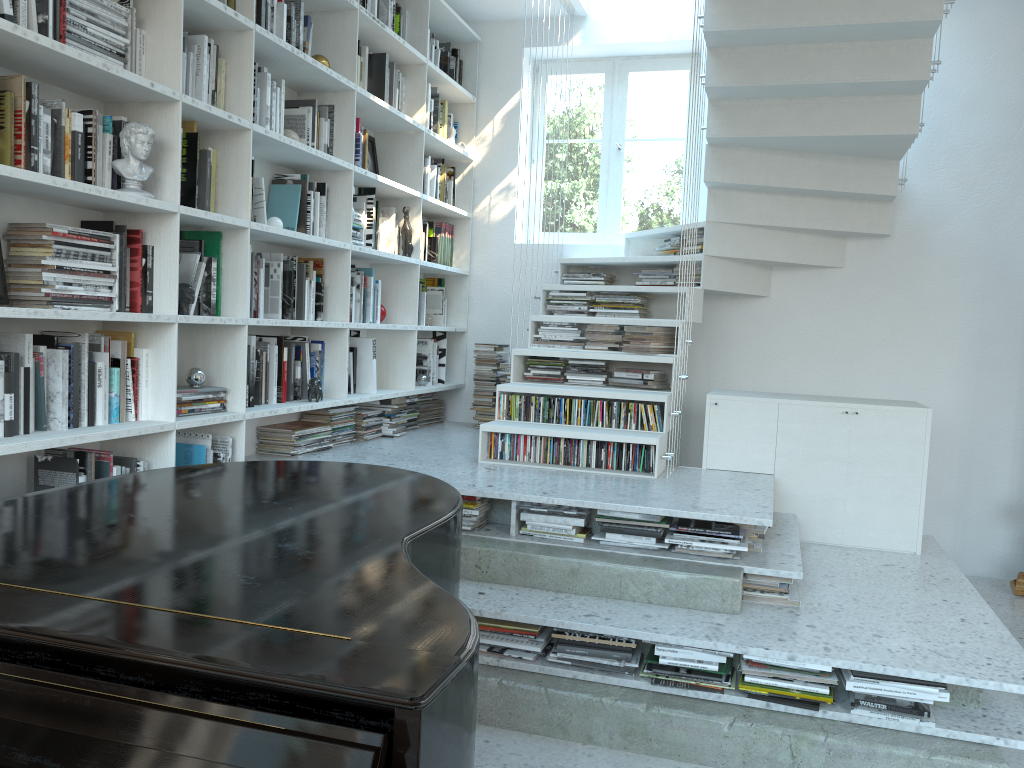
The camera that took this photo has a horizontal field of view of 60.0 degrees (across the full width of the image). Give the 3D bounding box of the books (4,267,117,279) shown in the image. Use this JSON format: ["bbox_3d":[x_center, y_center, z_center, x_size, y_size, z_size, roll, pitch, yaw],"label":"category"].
[{"bbox_3d":[-1.410,-0.348,2.780,0.159,0.012,0.285,4,4,21],"label":"books"}]

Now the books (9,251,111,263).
[{"bbox_3d":[-1.413,-0.396,2.778,0.161,0.012,0.254,3,4,13],"label":"books"}]

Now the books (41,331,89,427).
[{"bbox_3d":[-1.420,-0.017,2.814,0.177,0.297,0.012,4,4,16],"label":"books"}]

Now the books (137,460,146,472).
[{"bbox_3d":[-1.329,0.377,3.039,0.167,0.239,0.010,4,4,16],"label":"books"}]

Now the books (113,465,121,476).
[{"bbox_3d":[-1.359,0.382,2.890,0.180,0.244,0.021,4,4,16],"label":"books"}]

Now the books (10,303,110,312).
[{"bbox_3d":[-1.418,-0.240,2.789,0.161,0.012,0.254,3,4,12],"label":"books"}]

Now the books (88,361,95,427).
[{"bbox_3d":[-1.415,0.027,2.834,0.183,0.207,0.024,4,4,16],"label":"books"}]

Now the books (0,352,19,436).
[{"bbox_3d":[-1.495,0.025,2.554,0.165,0.238,0.029,4,4,16],"label":"books"}]

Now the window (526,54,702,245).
[{"bbox_3d":[0.652,-1.494,5.749,1.117,1.227,0.042,4,4,16],"label":"window"}]

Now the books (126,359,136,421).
[{"bbox_3d":[-1.358,0.016,3.006,0.169,0.212,0.042,4,4,16],"label":"books"}]

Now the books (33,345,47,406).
[{"bbox_3d":[-1.480,0.008,2.699,0.136,0.255,0.025,4,4,16],"label":"books"}]

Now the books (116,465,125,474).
[{"bbox_3d":[-1.356,0.384,2.950,0.146,0.233,0.024,4,4,16],"label":"books"}]

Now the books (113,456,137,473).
[{"bbox_3d":[-1.340,0.372,3.025,0.130,0.249,0.022,4,4,16],"label":"books"}]

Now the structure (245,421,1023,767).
[{"bbox_3d":[0.414,0.721,4.188,3.112,0.660,2.897,4,4,16],"label":"structure"}]

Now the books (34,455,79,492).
[{"bbox_3d":[-1.413,0.367,2.750,0.159,0.285,0.012,4,4,16],"label":"books"}]

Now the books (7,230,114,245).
[{"bbox_3d":[-1.405,-0.457,2.772,0.159,0.012,0.285,3,4,11],"label":"books"}]

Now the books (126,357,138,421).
[{"bbox_3d":[-1.351,0.013,3.032,0.166,0.216,0.011,4,4,16],"label":"books"}]

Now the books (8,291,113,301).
[{"bbox_3d":[-1.423,-0.277,2.788,0.159,0.012,0.285,4,4,15],"label":"books"}]

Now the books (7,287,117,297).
[{"bbox_3d":[-1.413,-0.288,2.785,0.159,0.012,0.285,4,4,21],"label":"books"}]

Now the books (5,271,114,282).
[{"bbox_3d":[-1.418,-0.336,2.783,0.159,0.012,0.285,4,4,18],"label":"books"}]

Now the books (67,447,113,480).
[{"bbox_3d":[-1.367,0.358,2.872,0.169,0.294,0.015,4,4,16],"label":"books"}]

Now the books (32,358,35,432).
[{"bbox_3d":[-1.489,0.028,2.646,0.140,0.221,0.025,4,4,16],"label":"books"}]

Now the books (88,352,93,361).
[{"bbox_3d":[-1.419,0.011,2.855,0.154,0.235,0.014,4,4,16],"label":"books"}]

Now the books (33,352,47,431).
[{"bbox_3d":[-1.474,0.019,2.669,0.159,0.237,0.031,4,4,16],"label":"books"}]

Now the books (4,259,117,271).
[{"bbox_3d":[-1.409,-0.372,2.779,0.159,0.012,0.285,4,4,21],"label":"books"}]

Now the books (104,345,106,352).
[{"bbox_3d":[-1.404,-0.003,2.927,0.145,0.256,0.014,4,4,16],"label":"books"}]

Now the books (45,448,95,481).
[{"bbox_3d":[-1.389,0.358,2.781,0.181,0.303,0.013,4,4,16],"label":"books"}]

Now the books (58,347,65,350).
[{"bbox_3d":[-1.454,0.008,2.752,0.158,0.252,0.011,4,4,16],"label":"books"}]

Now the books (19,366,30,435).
[{"bbox_3d":[-1.483,0.044,2.593,0.165,0.196,0.023,4,4,16],"label":"books"}]

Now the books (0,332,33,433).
[{"bbox_3d":[-1.486,-0.006,2.616,0.152,0.292,0.026,4,4,16],"label":"books"}]

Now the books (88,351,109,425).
[{"bbox_3d":[-1.396,0.010,2.891,0.174,0.235,0.023,4,4,16],"label":"books"}]

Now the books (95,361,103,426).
[{"bbox_3d":[-1.403,0.026,2.870,0.167,0.204,0.023,4,4,16],"label":"books"}]

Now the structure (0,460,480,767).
[{"bbox_3d":[-0.577,0.722,1.918,1.334,0.833,1.917,4,4,16],"label":"structure"}]

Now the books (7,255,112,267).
[{"bbox_3d":[-1.413,-0.384,2.779,0.161,0.012,0.254,4,4,19],"label":"books"}]

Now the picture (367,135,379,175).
[{"bbox_3d":[-0.804,-1.222,4.831,0.077,0.300,0.300,4,4,16],"label":"picture"}]

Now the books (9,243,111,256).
[{"bbox_3d":[-1.412,-0.421,2.776,0.161,0.012,0.254,3,4,13],"label":"books"}]

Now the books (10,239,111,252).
[{"bbox_3d":[-1.409,-0.433,2.775,0.161,0.012,0.254,3,4,12],"label":"books"}]

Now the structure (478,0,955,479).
[{"bbox_3d":[0.896,-0.951,4.085,1.954,3.385,2.612,4,4,16],"label":"structure"}]

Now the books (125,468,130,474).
[{"bbox_3d":[-1.362,0.387,2.993,0.132,0.220,0.053,4,4,16],"label":"books"}]

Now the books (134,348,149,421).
[{"bbox_3d":[-1.336,-0.003,3.061,0.176,0.246,0.033,4,4,16],"label":"books"}]

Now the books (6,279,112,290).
[{"bbox_3d":[-1.424,-0.313,2.786,0.159,0.012,0.285,4,4,16],"label":"books"}]

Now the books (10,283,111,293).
[{"bbox_3d":[-1.413,-0.301,2.784,0.161,0.012,0.254,3,4,11],"label":"books"}]

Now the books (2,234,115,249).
[{"bbox_3d":[-1.413,-0.445,2.775,0.159,0.012,0.285,4,4,18],"label":"books"}]

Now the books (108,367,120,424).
[{"bbox_3d":[-1.377,0.034,2.941,0.169,0.183,0.023,4,4,16],"label":"books"}]

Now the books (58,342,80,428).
[{"bbox_3d":[-1.429,0.001,2.775,0.161,0.265,0.028,4,4,16],"label":"books"}]

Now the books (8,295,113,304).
[{"bbox_3d":[-1.414,-0.265,2.786,0.159,0.012,0.285,3,4,11],"label":"books"}]

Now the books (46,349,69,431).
[{"bbox_3d":[-1.447,0.013,2.716,0.191,0.245,0.026,4,4,16],"label":"books"}]

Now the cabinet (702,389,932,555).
[{"bbox_3d":[1.463,0.402,4.370,0.992,0.668,0.551,4,4,16],"label":"cabinet"}]

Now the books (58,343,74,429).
[{"bbox_3d":[-1.441,0.003,2.759,0.181,0.261,0.010,4,4,16],"label":"books"}]

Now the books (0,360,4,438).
[{"bbox_3d":[-1.509,0.038,2.502,0.174,0.217,0.023,4,4,16],"label":"books"}]

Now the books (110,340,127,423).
[{"bbox_3d":[-1.377,-0.013,2.974,0.175,0.272,0.026,4,4,16],"label":"books"}]

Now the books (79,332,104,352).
[{"bbox_3d":[-1.400,-0.021,2.910,0.137,0.294,0.014,4,4,16],"label":"books"}]

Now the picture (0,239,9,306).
[{"bbox_3d":[-1.558,-0.375,2.479,0.077,0.300,0.300,4,4,16],"label":"picture"}]

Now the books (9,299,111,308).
[{"bbox_3d":[-1.422,-0.253,2.789,0.161,0.012,0.254,4,4,18],"label":"books"}]

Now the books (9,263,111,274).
[{"bbox_3d":[-1.410,-0.360,2.780,0.161,0.012,0.254,3,4,11],"label":"books"}]

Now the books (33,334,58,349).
[{"bbox_3d":[-1.463,-0.010,2.741,0.134,0.286,0.014,4,4,16],"label":"books"}]

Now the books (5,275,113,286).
[{"bbox_3d":[-1.421,-0.324,2.785,0.159,0.012,0.285,4,4,17],"label":"books"}]

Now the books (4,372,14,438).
[{"bbox_3d":[-1.498,0.054,2.527,0.174,0.184,0.029,4,4,16],"label":"books"}]

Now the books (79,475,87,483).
[{"bbox_3d":[-1.408,0.394,2.769,0.176,0.230,0.025,4,4,16],"label":"books"}]

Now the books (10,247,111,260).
[{"bbox_3d":[-1.410,-0.408,2.777,0.161,0.012,0.254,3,4,12],"label":"books"}]
